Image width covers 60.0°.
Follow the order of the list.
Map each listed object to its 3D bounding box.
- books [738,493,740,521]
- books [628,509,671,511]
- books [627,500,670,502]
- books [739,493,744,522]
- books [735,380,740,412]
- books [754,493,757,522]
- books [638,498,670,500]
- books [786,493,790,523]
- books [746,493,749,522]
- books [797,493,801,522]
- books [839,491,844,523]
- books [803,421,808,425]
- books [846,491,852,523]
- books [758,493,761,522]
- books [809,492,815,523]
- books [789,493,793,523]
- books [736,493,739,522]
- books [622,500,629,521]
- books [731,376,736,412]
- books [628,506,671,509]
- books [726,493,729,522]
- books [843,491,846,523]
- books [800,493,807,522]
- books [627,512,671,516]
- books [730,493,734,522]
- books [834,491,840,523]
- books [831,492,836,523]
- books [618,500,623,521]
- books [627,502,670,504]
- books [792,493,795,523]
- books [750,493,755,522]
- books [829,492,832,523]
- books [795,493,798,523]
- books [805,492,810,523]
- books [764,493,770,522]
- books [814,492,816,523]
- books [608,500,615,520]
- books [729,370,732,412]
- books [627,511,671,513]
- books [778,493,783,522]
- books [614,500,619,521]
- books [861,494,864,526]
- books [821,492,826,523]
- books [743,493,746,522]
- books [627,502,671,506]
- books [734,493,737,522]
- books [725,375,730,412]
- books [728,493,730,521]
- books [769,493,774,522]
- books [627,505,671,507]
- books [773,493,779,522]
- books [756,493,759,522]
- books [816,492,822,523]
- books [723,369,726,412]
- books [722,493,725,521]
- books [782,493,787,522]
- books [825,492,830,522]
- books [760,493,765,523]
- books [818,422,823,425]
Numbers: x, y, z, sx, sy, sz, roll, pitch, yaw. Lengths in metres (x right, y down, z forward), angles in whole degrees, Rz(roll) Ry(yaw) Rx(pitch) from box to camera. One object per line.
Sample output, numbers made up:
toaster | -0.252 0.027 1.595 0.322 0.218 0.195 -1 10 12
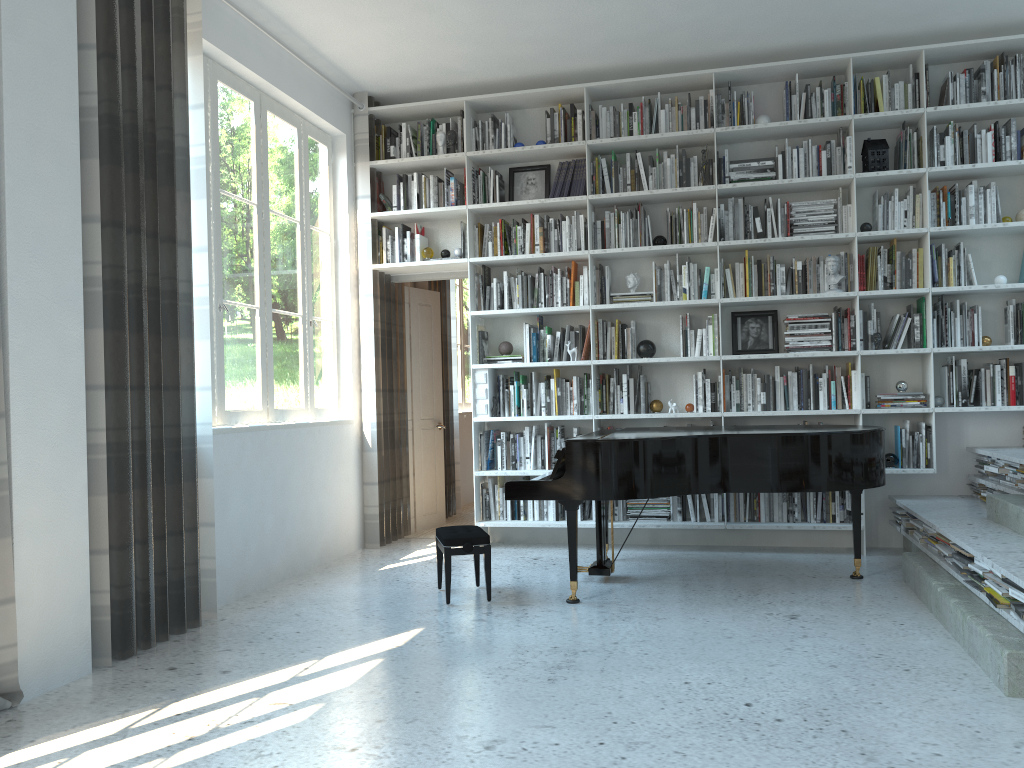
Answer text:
books | 1.512 0.777 5.909 0.010 0.259 0.131 -2 0 14
books | 0.935 0.851 6.033 0.285 0.007 0.159 -2 -1 10
books | 0.933 0.789 6.041 0.285 0.005 0.159 -2 -1 13
books | 1.526 0.774 5.895 0.025 0.263 0.145 -2 0 14
books | 1.499 0.079 5.894 0.024 0.208 0.170 -2 -1 14
books | 1.610 0.784 5.872 0.012 0.239 0.128 -2 0 14
books | 0.931 0.778 6.034 0.285 0.005 0.159 -2 -1 10
books | 1.802 0.754 5.810 0.013 0.285 0.185 -2 -1 14
books | 1.563 0.749 5.876 0.034 0.311 0.170 -2 0 14
books | 1.872 0.764 5.806 0.024 0.262 0.131 -2 0 14
books | 2.122 0.773 5.741 0.028 0.227 0.162 -2 -1 14
books | 1.897 0.391 5.724 0.013 0.303 0.181 -2 -1 14
books | 2.159 0.777 5.717 0.029 0.218 0.191 -2 -1 14
books | 1.634 0.775 5.871 0.012 0.255 0.150 -2 -1 14
books | 1.942 0.787 5.770 0.029 0.210 0.170 -2 -1 14
books | 1.821 0.790 5.810 0.022 0.213 0.167 -2 -1 14
books | 1.496 0.736 5.900 0.014 0.340 0.139 -2 0 14
books | 0.776 0.787 6.080 0.027 0.282 0.129 -2 0 14
books | 1.471 0.066 5.888 0.027 0.234 0.167 -2 -1 14
books | 0.934 0.837 6.031 0.285 0.007 0.159 -2 -1 9
books | 1.437 0.781 5.918 0.012 0.254 0.161 -2 -1 14
books | 2.139 0.758 5.728 0.013 0.256 0.176 -2 -1 14
books | 1.905 0.788 5.807 0.040 0.212 0.129 -2 -1 14
books | 0.936 0.879 6.030 0.285 0.007 0.159 -2 -1 19
books | 1.460 0.779 5.891 0.026 0.256 0.183 -2 -1 14
books | 2.096 0.785 5.736 0.022 0.205 0.191 -2 -1 14
books | 2.076 0.793 5.751 0.024 0.191 0.155 -2 -1 14
books | 0.750 0.816 6.086 0.027 0.227 0.139 -2 -1 14
books | 0.933 0.805 6.038 0.285 0.005 0.159 -2 -1 12
books | 1.835 0.728 5.797 0.014 0.335 0.183 -2 0 14
books | 1.593 0.780 5.880 0.022 0.247 0.144 -2 -1 14
books | 2.056 0.760 5.746 0.011 0.258 0.171 -2 -1 14
books | 1.849 0.751 5.795 0.014 0.288 0.184 -2 -1 14
books | 1.922 0.790 5.770 0.010 0.206 0.180 -2 -1 14
books | 1.683 0.803 5.865 0.030 0.197 0.143 -2 -1 14
books | 1.961 0.745 5.766 0.011 0.292 0.184 -2 -1 14
books | 0.688 0.839 6.095 0.053 0.184 0.148 -2 -1 14
books | 1.455 0.046 5.903 0.011 0.275 0.146 -2 0 14
books | 0.938 0.865 6.037 0.285 0.007 0.159 -2 -1 16
books | 1.762 0.768 5.835 0.028 0.261 0.132 -2 0 14
books | 0.724 0.814 6.084 0.023 0.231 0.164 -2 -1 14
books | 2.199 0.749 5.649 0.038 0.269 0.277 -2 -1 14
books | 2.014 0.732 5.747 0.013 0.317 0.186 -2 -1 14
books | 1.540 0.736 5.881 0.012 0.337 0.144 -2 0 14
books | 0.937 0.817 6.042 0.285 0.007 0.159 -2 -1 14
books | 1.479 0.756 5.887 0.014 0.301 0.184 -2 -1 14
books | 1.437 0.063 5.915 0.029 0.244 0.154 -2 -1 14
books | 1.449 0.789 5.919 0.010 0.238 0.134 -2 -1 14
books | 1.706 0.753 5.847 0.026 0.294 0.155 -2 0 14
books | 0.936 0.824 6.040 0.285 0.007 0.159 -2 -1 15
books | 1.735 0.782 5.843 0.030 0.234 0.138 -2 -1 14
books | 1.622 0.765 5.874 0.012 0.276 0.154 -2 -1 14
books | 1.986 0.765 5.750 0.044 0.251 0.187 -2 -1 14
books | 1.418 0.043 5.923 0.012 0.285 0.159 -2 -1 14
books | 1.414 0.790 5.931 0.021 0.237 0.115 -2 0 14
books | 1.788 0.796 5.827 0.024 0.203 0.144 -2 -1 14
books | 2.041 0.770 5.765 0.028 0.238 0.140 -2 -1 14
books | 1.648 0.798 5.842 0.028 0.206 0.175 -2 -1 14
books | 1.989 0.393 5.706 0.015 0.293 0.169 -2 -1 14
